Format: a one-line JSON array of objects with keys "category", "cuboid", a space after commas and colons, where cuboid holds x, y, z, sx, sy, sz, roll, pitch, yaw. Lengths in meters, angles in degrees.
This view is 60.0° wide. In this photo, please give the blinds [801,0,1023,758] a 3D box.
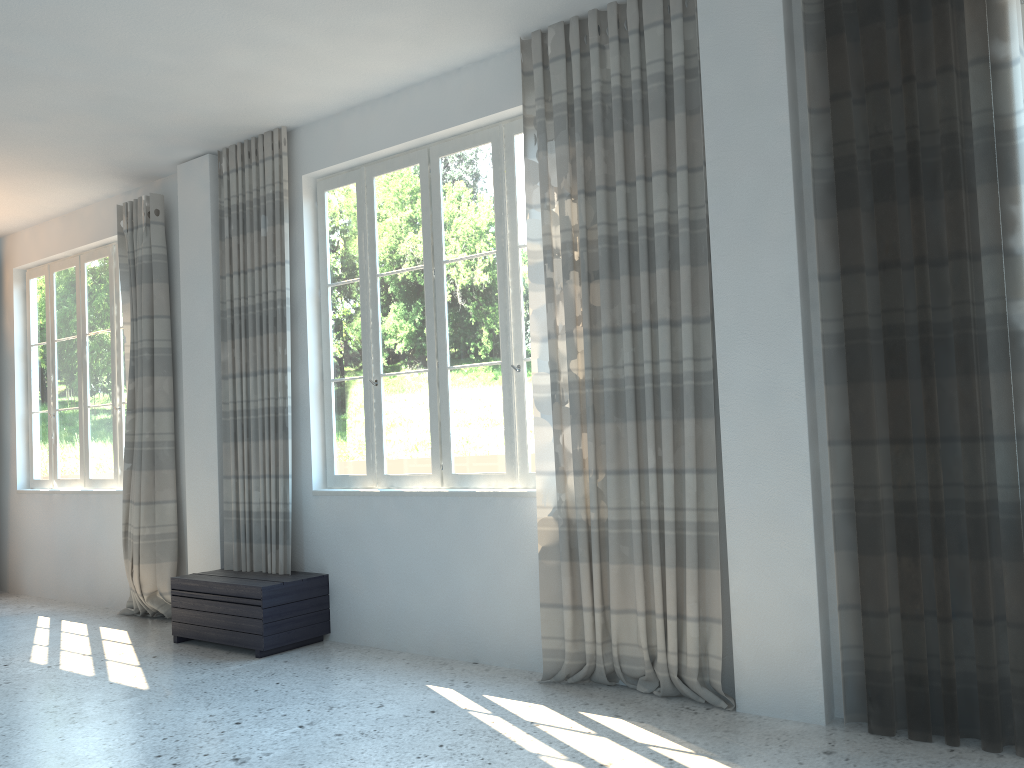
[{"category": "blinds", "cuboid": [1.561, -0.287, 3.363, 0.776, 3.229, 0.140, -5, -3, 37]}]

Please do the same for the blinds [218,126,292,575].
[{"category": "blinds", "cuboid": [-1.660, -0.022, 5.749, 0.722, 3.259, 0.132, -5, -3, 36]}]

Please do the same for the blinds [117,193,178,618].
[{"category": "blinds", "cuboid": [-2.713, 0.175, 6.523, 0.846, 3.051, 0.359, -5, -4, 41]}]

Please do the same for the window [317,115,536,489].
[{"category": "window", "cuboid": [16.140, -8.056, 12.416, 18.541, 18.529, 32.807, -5, -4, 41]}]

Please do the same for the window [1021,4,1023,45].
[{"category": "window", "cuboid": [2.728, -0.673, 2.706, 1.984, 2.008, 0.073, -5, -3, 37]}]

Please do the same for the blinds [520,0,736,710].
[{"category": "blinds", "cuboid": [0.492, -0.212, 4.156, 1.026, 3.259, 0.183, -5, -3, 36]}]

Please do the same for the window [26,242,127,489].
[{"category": "window", "cuboid": [-3.603, -0.111, 7.455, 1.984, 2.008, 0.042, -5, -3, 37]}]

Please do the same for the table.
[{"category": "table", "cuboid": [-1.627, 1.398, 5.524, 0.926, 0.415, 0.524, -5, -4, 37]}]
